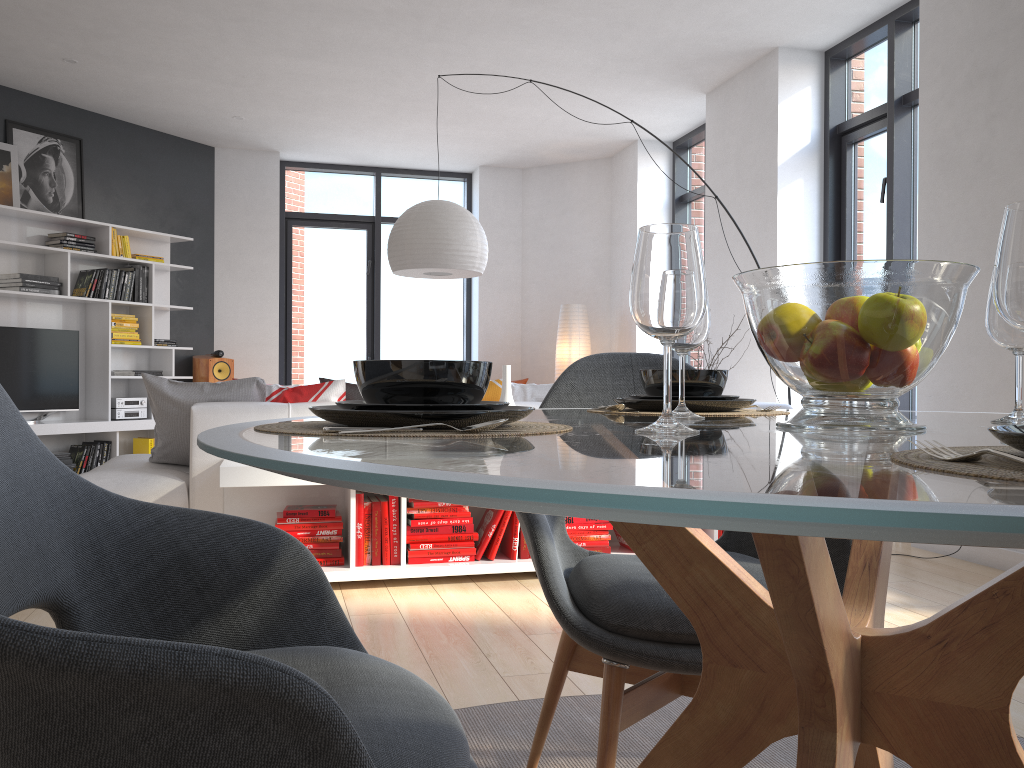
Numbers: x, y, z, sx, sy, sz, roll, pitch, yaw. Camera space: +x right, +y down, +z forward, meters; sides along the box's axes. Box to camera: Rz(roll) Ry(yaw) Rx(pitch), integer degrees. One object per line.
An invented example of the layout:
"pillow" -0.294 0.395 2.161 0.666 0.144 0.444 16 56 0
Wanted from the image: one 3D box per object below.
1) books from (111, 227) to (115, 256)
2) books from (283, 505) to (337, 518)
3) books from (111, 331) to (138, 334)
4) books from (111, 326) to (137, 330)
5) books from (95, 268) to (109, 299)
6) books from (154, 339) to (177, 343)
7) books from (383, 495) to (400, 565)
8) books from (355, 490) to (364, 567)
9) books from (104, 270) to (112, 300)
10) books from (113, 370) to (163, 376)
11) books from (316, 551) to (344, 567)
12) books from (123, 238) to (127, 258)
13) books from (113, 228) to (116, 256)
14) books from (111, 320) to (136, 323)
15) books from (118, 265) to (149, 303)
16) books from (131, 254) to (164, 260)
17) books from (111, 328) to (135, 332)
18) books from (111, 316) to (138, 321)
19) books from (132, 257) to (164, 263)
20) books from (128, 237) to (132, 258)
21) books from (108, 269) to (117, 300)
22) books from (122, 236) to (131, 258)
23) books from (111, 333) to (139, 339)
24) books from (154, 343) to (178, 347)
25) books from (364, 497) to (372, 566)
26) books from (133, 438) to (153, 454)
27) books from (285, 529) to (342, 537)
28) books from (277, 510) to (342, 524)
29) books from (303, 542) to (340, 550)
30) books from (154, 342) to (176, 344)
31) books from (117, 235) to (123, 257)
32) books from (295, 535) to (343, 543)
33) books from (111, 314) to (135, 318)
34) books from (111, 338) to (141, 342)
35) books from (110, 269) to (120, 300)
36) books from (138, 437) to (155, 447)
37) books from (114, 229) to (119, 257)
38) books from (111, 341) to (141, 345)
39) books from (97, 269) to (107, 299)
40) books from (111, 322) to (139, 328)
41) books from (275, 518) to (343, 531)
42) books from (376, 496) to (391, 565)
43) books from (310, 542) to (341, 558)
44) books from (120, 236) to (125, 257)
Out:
"books" -3.237 -1.130 7.076 0.161 0.229 0.041 0 0 29
"books" -0.828 0.522 3.648 0.206 0.029 0.152 0 0 -9
"books" -3.232 -0.419 7.265 0.189 0.014 0.251 0 0 33
"books" -3.228 -0.456 7.266 0.171 0.019 0.239 0 0 30
"books" -3.300 -0.792 7.065 0.192 0.254 0.075 0 0 29
"books" -3.001 -0.367 7.561 0.161 0.023 0.213 0 0 33
"books" -0.502 0.588 3.693 0.049 0.291 0.214 0 0 -15
"books" -0.639 0.588 3.657 0.036 0.294 0.208 0 0 -15
"books" -3.282 -0.785 7.085 0.179 0.243 0.068 0 0 29
"books" -3.124 -0.090 7.409 0.250 0.047 0.310 0 0 25
"books" -0.850 0.716 3.642 0.301 0.032 0.227 0 0 -15
"books" -3.165 -1.095 7.175 0.108 0.161 0.046 0 0 29
"books" -3.242 -1.128 7.105 0.163 0.224 0.041 0 0 28
"books" -3.226 -0.510 7.269 0.227 0.022 0.160 0 0 -44
"books" -3.153 -0.821 7.370 0.259 0.321 0.128 0 0 30
"books" -3.093 -1.056 7.427 0.203 0.024 0.257 0 0 33
"books" -3.219 -0.436 7.247 0.145 0.023 0.217 0 0 34
"books" -3.218 -0.533 7.274 0.163 0.023 0.223 0 0 34
"books" -3.085 -1.030 7.426 0.194 0.028 0.257 0 0 35
"books" -3.161 -1.108 7.227 0.142 0.184 0.044 0 0 31
"books" -3.267 -0.790 7.120 0.191 0.249 0.084 0 0 30
"books" -3.165 -1.108 7.203 0.141 0.184 0.064 0 0 31
"books" -3.219 -0.390 7.260 0.189 0.042 0.243 0 0 30
"books" -2.987 -0.329 7.551 0.161 0.023 0.213 0 0 33
"books" -0.606 0.605 3.669 0.031 0.255 0.181 0 0 -15
"books" -3.053 0.578 7.341 0.198 0.255 0.044 0 0 30
"books" -0.843 0.602 3.667 0.261 0.028 0.191 0 0 -15
"books" -0.838 0.549 3.655 0.254 0.025 0.178 0 0 -16
"books" -0.843 0.653 3.643 0.266 0.026 0.187 0 0 -9
"books" -2.990 -0.347 7.551 0.142 0.015 0.198 0 0 28
"books" -3.200 -1.105 7.151 0.132 0.180 0.054 0 0 30
"books" -0.835 0.627 3.653 0.257 0.025 0.182 0 0 -15
"books" -3.243 -0.557 7.277 0.163 0.023 0.223 0 0 34
"books" -3.215 -0.357 7.257 0.203 0.024 0.257 0 0 33
"books" -3.251 -0.795 7.149 0.197 0.260 0.066 0 0 30
"books" -3.040 0.576 7.369 0.199 0.263 0.015 0 0 30
"books" -3.234 -1.128 7.135 0.164 0.224 0.054 0 0 29
"books" -3.207 -0.331 7.256 0.194 0.028 0.257 0 0 35
"books" -3.289 -0.785 7.032 0.172 0.242 0.069 0 0 31
"books" -3.221 -0.482 7.274 0.176 0.033 0.239 0 0 33
"books" -0.836 0.575 3.652 0.269 0.028 0.179 0 0 -14
"books" -0.534 0.604 3.679 0.042 0.259 0.195 0 0 -15
"books" -0.836 0.682 3.654 0.259 0.034 0.206 0 0 -12
"books" -3.184 -1.105 7.165 0.128 0.178 0.044 0 0 30
